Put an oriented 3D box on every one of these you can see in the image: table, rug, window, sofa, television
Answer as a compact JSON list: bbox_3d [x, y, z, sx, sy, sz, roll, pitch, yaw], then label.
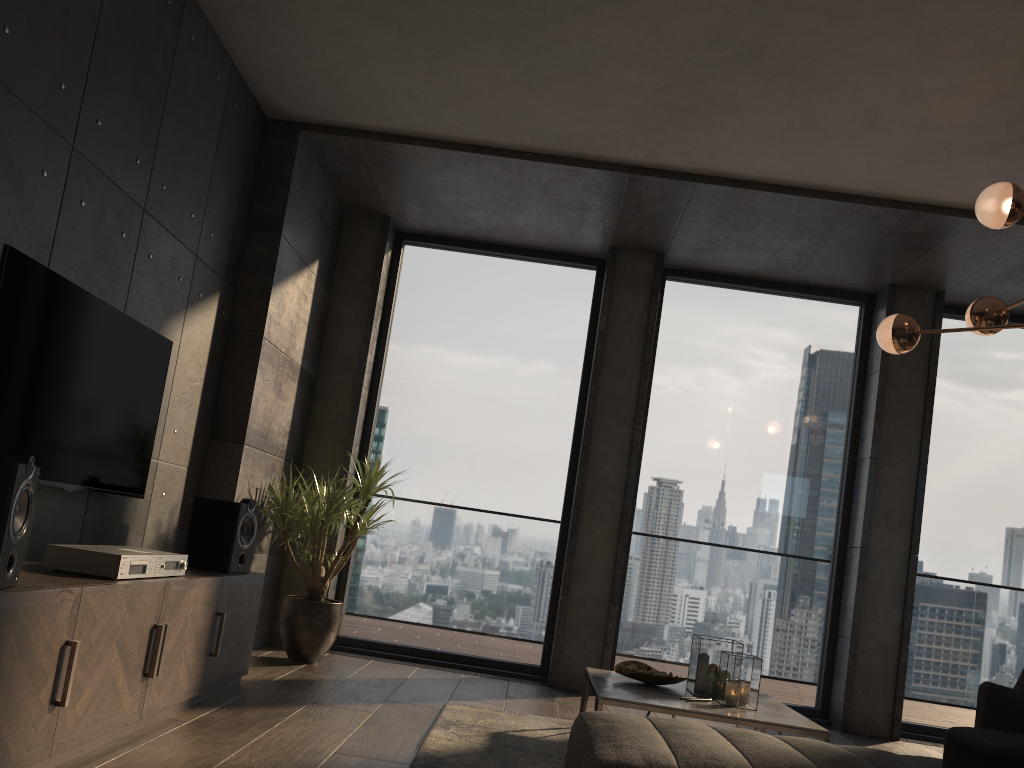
[{"bbox_3d":[0.799,1.560,3.980,0.930,0.306,0.942,8,-10,2],"label":"table"},{"bbox_3d":[1.192,1.728,3.709,3.141,0.020,1.752,8,-11,2],"label":"rug"},{"bbox_3d":[2.539,0.868,6.130,7.260,2.974,0.201,8,-6,2],"label":"window"},{"bbox_3d":[1.645,1.251,2.911,2.908,0.776,2.049,8,-10,2],"label":"sofa"},{"bbox_3d":[-1.629,0.042,3.339,0.057,0.728,1.282,8,-9,3],"label":"television"}]

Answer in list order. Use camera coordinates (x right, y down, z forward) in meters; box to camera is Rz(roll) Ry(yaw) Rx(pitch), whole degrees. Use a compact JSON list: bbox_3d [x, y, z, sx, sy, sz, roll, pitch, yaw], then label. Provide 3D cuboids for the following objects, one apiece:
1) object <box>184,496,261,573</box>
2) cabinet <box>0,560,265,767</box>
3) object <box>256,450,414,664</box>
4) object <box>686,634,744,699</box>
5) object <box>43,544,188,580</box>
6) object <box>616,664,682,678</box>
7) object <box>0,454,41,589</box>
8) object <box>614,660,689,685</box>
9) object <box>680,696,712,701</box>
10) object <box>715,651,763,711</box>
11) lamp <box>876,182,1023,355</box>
[{"bbox_3d":[-1.371,0.706,4.198,0.248,0.351,0.201,7,-7,12],"label":"object"},{"bbox_3d":[-1.540,0.954,3.208,0.540,0.545,2.439,8,-10,3],"label":"cabinet"},{"bbox_3d":[-1.230,0.997,5.367,1.021,1.347,0.964,4,-9,33],"label":"object"},{"bbox_3d":[0.937,1.311,4.090,0.196,0.258,0.202,8,-7,2],"label":"object"},{"bbox_3d":[-1.424,0.652,3.236,0.270,0.086,0.580,8,-11,3],"label":"object"},{"bbox_3d":[0.642,1.372,4.152,0.324,0.071,0.280,10,-10,-8],"label":"object"},{"bbox_3d":[-1.414,0.342,2.306,0.250,0.351,0.199,10,-7,-12],"label":"object"},{"bbox_3d":[0.651,1.372,4.154,0.349,0.083,0.349,12,-11,-20],"label":"object"},{"bbox_3d":[0.806,1.372,3.844,0.183,0.012,0.046,16,-13,-36],"label":"object"},{"bbox_3d":[0.996,1.301,3.879,0.149,0.218,0.150,8,-7,2],"label":"object"},{"bbox_3d":[2.462,-0.647,3.745,1.021,1.028,1.472,12,-9,-21],"label":"lamp"}]
